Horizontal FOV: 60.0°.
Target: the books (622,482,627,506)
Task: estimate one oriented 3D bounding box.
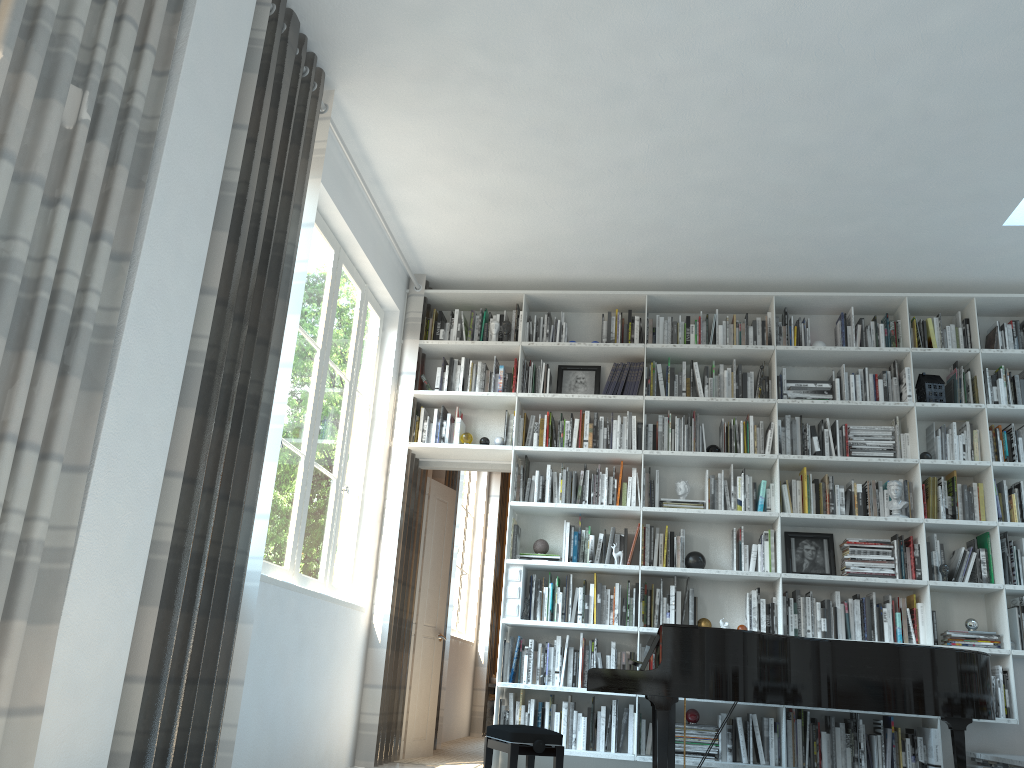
[{"bbox_3d":[0.738,0.753,5.817,0.030,0.182,0.152,1,-19,8],"label":"books"}]

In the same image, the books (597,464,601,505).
[{"bbox_3d":[0.576,0.696,5.872,0.011,0.303,0.130,1,-18,8],"label":"books"}]

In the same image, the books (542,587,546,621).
[{"bbox_3d":[0.212,1.417,5.661,0.015,0.217,0.177,1,-19,8],"label":"books"}]

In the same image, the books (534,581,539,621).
[{"bbox_3d":[0.162,1.400,5.683,0.022,0.256,0.142,1,-18,8],"label":"books"}]

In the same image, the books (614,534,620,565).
[{"bbox_3d":[0.676,1.083,5.698,0.030,0.207,0.173,1,-19,8],"label":"books"}]

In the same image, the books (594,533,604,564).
[{"bbox_3d":[0.564,1.084,5.736,0.056,0.213,0.143,1,-19,8],"label":"books"}]

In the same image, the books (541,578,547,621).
[{"bbox_3d":[0.202,1.386,5.666,0.008,0.278,0.165,1,-19,8],"label":"books"}]

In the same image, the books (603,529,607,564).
[{"bbox_3d":[0.599,1.072,5.735,0.013,0.241,0.142,1,-19,8],"label":"books"}]

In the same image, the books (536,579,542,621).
[{"bbox_3d":[0.175,1.391,5.664,0.007,0.263,0.177,1,-19,8],"label":"books"}]

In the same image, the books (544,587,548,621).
[{"bbox_3d":[0.225,1.414,5.647,0.015,0.216,0.180,1,-19,8],"label":"books"}]

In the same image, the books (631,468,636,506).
[{"bbox_3d":[0.801,0.707,5.829,0.027,0.285,0.148,1,-18,8],"label":"books"}]

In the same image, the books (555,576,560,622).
[{"bbox_3d":[0.290,1.380,5.642,0.007,0.285,0.183,1,-19,8],"label":"books"}]

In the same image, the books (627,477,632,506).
[{"bbox_3d":[0.769,0.735,5.819,0.031,0.222,0.145,1,-19,8],"label":"books"}]

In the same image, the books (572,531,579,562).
[{"bbox_3d":[0.414,1.072,5.723,0.029,0.207,0.190,1,-19,8],"label":"books"}]

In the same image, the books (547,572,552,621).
[{"bbox_3d":[0.240,1.371,5.669,0.006,0.314,0.146,1,-18,8],"label":"books"}]

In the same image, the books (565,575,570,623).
[{"bbox_3d":[0.360,1.376,5.636,0.019,0.299,0.180,1,-19,8],"label":"books"}]

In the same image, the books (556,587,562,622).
[{"bbox_3d":[0.300,1.414,5.635,0.015,0.218,0.190,1,-19,8],"label":"books"}]

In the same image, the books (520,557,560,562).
[{"bbox_3d":[0.183,1.145,5.759,0.254,0.012,0.161,2,-19,5],"label":"books"}]

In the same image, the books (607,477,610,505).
[{"bbox_3d":[0.636,0.735,5.839,0.012,0.216,0.160,1,-19,8],"label":"books"}]

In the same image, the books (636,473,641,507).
[{"bbox_3d":[0.831,0.722,5.821,0.036,0.256,0.123,1,-18,8],"label":"books"}]

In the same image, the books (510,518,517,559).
[{"bbox_3d":[0.010,1.038,5.828,0.012,0.284,0.160,1,-18,8],"label":"books"}]

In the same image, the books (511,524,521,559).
[{"bbox_3d":[0.027,1.055,5.809,0.028,0.242,0.157,1,-19,8],"label":"books"}]

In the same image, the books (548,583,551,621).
[{"bbox_3d":[0.247,1.404,5.655,0.014,0.242,0.171,1,-19,8],"label":"books"}]

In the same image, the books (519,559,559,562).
[{"bbox_3d":[0.183,1.158,5.760,0.254,0.012,0.161,1,-19,9],"label":"books"}]

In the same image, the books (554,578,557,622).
[{"bbox_3d":[0.285,1.392,5.663,0.009,0.277,0.158,1,-18,8],"label":"books"}]

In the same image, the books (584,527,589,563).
[{"bbox_3d":[0.486,1.065,5.751,0.022,0.248,0.129,1,-18,8],"label":"books"}]

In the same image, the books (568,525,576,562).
[{"bbox_3d":[0.390,1.059,5.763,0.031,0.254,0.144,1,-18,8],"label":"books"}]

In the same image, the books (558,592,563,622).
[{"bbox_3d":[0.314,1.427,5.624,0.016,0.188,0.184,1,-19,8],"label":"books"}]

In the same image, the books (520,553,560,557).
[{"bbox_3d":[0.186,1.124,5.771,0.254,0.012,0.161,1,-19,9],"label":"books"}]

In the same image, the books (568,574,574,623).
[{"bbox_3d":[0.377,1.377,5.646,0.012,0.305,0.190,1,-19,8],"label":"books"}]

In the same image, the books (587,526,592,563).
[{"bbox_3d":[0.500,1.059,5.731,0.011,0.249,0.172,1,-19,8],"label":"books"}]

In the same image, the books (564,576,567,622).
[{"bbox_3d":[0.350,1.388,5.671,0.009,0.298,0.142,1,-18,8],"label":"books"}]

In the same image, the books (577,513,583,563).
[{"bbox_3d":[0.443,1.023,5.772,0.011,0.334,0.154,1,-18,8],"label":"books"}]

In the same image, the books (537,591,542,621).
[{"bbox_3d":[0.183,1.421,5.635,0.019,0.188,0.194,1,-19,8],"label":"books"}]

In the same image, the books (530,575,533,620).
[{"bbox_3d":[0.130,1.384,5.692,0.016,0.288,0.153,1,-18,8],"label":"books"}]

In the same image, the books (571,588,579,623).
[{"bbox_3d":[0.404,1.420,5.647,0.045,0.229,0.138,1,-19,8],"label":"books"}]

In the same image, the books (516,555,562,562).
[{"bbox_3d":[0.184,1.133,5.761,0.285,0.012,0.160,0,-19,12],"label":"books"}]

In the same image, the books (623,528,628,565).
[{"bbox_3d":[0.731,1.067,5.709,0.021,0.250,0.154,1,-19,8],"label":"books"}]

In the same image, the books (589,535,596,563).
[{"bbox_3d":[0.516,1.084,5.707,0.029,0.189,0.189,1,-19,8],"label":"books"}]

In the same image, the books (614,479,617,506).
[{"bbox_3d":[0.682,0.741,5.824,0.013,0.202,0.162,1,-19,8],"label":"books"}]

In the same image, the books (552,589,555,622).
[{"bbox_3d":[0.271,1.426,5.663,0.016,0.210,0.146,1,-19,8],"label":"books"}]

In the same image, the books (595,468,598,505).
[{"bbox_3d":[0.562,0.706,5.854,0.012,0.271,0.146,1,-18,8],"label":"books"}]

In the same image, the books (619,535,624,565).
[{"bbox_3d":[0.706,1.085,5.703,0.027,0.209,0.144,1,-19,8],"label":"books"}]

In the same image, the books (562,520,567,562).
[{"bbox_3d":[0.345,1.042,5.767,0.012,0.284,0.160,1,-18,8],"label":"books"}]

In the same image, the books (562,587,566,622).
[{"bbox_3d":[0.336,1.419,5.661,0.016,0.230,0.137,1,-19,8],"label":"books"}]

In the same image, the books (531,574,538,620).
[{"bbox_3d":[0.145,1.380,5.684,0.014,0.293,0.172,1,-19,8],"label":"books"}]

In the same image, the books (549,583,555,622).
[{"bbox_3d":[0.256,1.399,5.640,0.009,0.243,0.185,1,-19,8],"label":"books"}]

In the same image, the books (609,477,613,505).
[{"bbox_3d":[0.652,0.735,5.841,0.021,0.220,0.149,1,-19,8],"label":"books"}]

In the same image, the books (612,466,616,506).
[{"bbox_3d":[0.673,0.703,5.854,0.015,0.291,0.144,1,-18,8],"label":"books"}]

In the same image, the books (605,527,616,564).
[{"bbox_3d":[0.634,1.061,5.718,0.060,0.254,0.159,1,-19,8],"label":"books"}]

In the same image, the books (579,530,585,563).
[{"bbox_3d":[0.460,1.075,5.758,0.030,0.230,0.148,1,-19,8],"label":"books"}]

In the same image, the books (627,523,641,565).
[{"bbox_3d":[0.778,1.044,5.668,0.082,0.275,0.229,1,-19,8],"label":"books"}]

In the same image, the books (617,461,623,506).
[{"bbox_3d":[0.710,0.684,5.841,0.035,0.324,0.170,1,-18,8],"label":"books"}]

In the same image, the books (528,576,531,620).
[{"bbox_3d":[0.118,1.386,5.694,0.008,0.284,0.160,1,-18,8],"label":"books"}]

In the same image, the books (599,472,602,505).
[{"bbox_3d":[0.584,0.719,5.857,0.011,0.251,0.140,1,-18,8],"label":"books"}]

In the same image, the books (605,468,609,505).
[{"bbox_3d":[0.623,0.703,5.837,0.015,0.274,0.157,1,-18,8],"label":"books"}]

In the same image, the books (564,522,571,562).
[{"bbox_3d":[0.362,1.047,5.762,0.024,0.272,0.151,1,-18,8],"label":"books"}]

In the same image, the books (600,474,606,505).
[{"bbox_3d":[0.604,0.727,5.862,0.028,0.241,0.132,1,-18,8],"label":"books"}]
